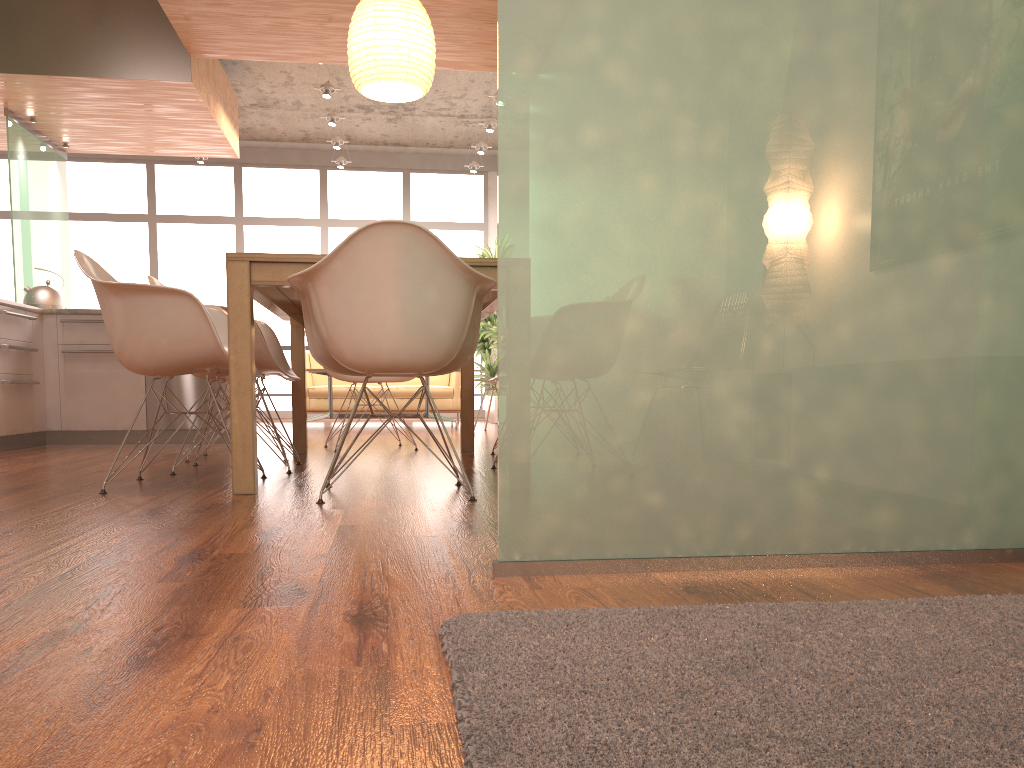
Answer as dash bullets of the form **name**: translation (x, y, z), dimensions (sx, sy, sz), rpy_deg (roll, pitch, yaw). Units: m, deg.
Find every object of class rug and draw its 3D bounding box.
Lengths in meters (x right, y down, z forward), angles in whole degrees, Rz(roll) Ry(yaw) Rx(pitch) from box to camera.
- **rug**: translation (0.679, 0.349, 0.380), dimensions (1.278, 0.009, 2.064), rpy_deg (0, -1, -8)

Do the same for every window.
- **window**: translation (-4.345, -1.218, 10.720), dimensions (8.551, 3.307, 0.061), rpy_deg (0, 5, -8)

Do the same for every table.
- **table**: translation (-1.274, 0.149, 8.540), dimensions (1.868, 0.564, 0.936), rpy_deg (0, 1, -8)
- **table**: translation (-0.590, -0.020, 4.057), dimensions (1.025, 0.814, 2.065), rpy_deg (0, 0, -8)

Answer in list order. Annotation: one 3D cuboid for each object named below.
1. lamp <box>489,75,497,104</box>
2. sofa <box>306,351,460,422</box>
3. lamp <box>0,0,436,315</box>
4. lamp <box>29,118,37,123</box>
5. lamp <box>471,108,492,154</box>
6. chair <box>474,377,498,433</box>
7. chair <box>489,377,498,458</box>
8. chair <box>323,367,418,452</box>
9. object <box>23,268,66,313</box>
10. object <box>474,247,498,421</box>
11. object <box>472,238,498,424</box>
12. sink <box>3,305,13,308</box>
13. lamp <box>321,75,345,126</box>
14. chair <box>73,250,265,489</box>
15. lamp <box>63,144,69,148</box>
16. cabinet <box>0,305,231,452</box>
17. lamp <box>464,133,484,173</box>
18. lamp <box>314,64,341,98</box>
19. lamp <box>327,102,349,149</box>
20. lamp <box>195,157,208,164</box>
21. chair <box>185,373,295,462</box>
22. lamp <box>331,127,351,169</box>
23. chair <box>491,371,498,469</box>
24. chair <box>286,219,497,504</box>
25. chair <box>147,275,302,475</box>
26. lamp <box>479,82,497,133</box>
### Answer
- **lamp**: translation (-0.097, -2.746, 7.904), dimensions (0.197, 0.486, 0.133), rpy_deg (-4, 6, -40)
- **sofa**: translation (-1.445, 0.022, 9.794), dimensions (1.799, 0.844, 0.875), rpy_deg (0, 2, -8)
- **lamp**: translation (-2.110, -1.143, 5.105), dimensions (3.213, 1.357, 3.056), rpy_deg (0, 0, -8)
- **lamp**: translation (-3.983, -2.410, 7.327), dimensions (0.102, 0.474, 0.153), rpy_deg (-3, 6, -35)
- **lamp**: translation (-0.329, -2.731, 9.523), dimensions (0.197, 0.486, 0.133), rpy_deg (-4, 6, -40)
- **chair**: translation (-0.052, -0.028, 7.823), dimensions (0.561, 0.907, 0.539), rpy_deg (1, 4, 12)
- **chair**: translation (0.196, -0.037, 4.721), dimensions (0.642, 0.867, 0.681), rpy_deg (0, 3, -8)
- **chair**: translation (-0.894, -0.030, 5.502), dimensions (0.681, 0.867, 0.641), rpy_deg (-1, 3, -23)
- **object**: translation (-3.234, -0.645, 6.092), dimensions (0.262, 0.307, 0.260), rpy_deg (0, 3, 8)
- **object**: translation (-0.083, -0.601, 10.662), dimensions (1.081, 2.121, 0.959), rpy_deg (1, 4, 10)
- **object**: translation (0.027, -0.608, 9.997), dimensions (0.967, 2.121, 1.072), rpy_deg (0, 4, 5)
- **sink**: translation (-3.423, -0.511, 5.370), dimensions (0.615, 0.385, 0.640), rpy_deg (0, 1, -8)
- **lamp**: translation (-1.729, -2.740, 8.509), dimensions (0.197, 0.486, 0.133), rpy_deg (-4, 6, -40)
- **chair**: translation (-1.261, -0.058, 3.291), dimensions (0.641, 0.855, 0.681), rpy_deg (-1, 3, -13)
- **lamp**: translation (-4.090, -2.403, 8.079), dimensions (0.102, 0.474, 0.153), rpy_deg (-3, 6, -35)
- **cabinet**: translation (-2.670, -0.751, 4.462), dimensions (1.912, 2.290, 4.229), rpy_deg (0, 1, -8)
- **lamp**: translation (-0.445, -2.723, 10.332), dimensions (0.197, 0.486, 0.133), rpy_deg (-4, 6, -40)
- **lamp**: translation (-1.613, -2.748, 7.699), dimensions (0.197, 0.486, 0.133), rpy_deg (-4, 6, -40)
- **lamp**: translation (-1.844, -2.733, 9.318), dimensions (0.197, 0.486, 0.133), rpy_deg (-4, 6, -40)
- **lamp**: translation (-3.495, -2.727, 9.921), dimensions (0.197, 0.486, 0.133), rpy_deg (-4, 6, -40)
- **chair**: translation (-1.476, -0.038, 4.672), dimensions (0.641, 0.867, 0.681), rpy_deg (-1, 3, -13)
- **lamp**: translation (-1.960, -2.725, 10.128), dimensions (0.197, 0.486, 0.133), rpy_deg (-4, 6, -40)
- **chair**: translation (0.254, -0.046, 3.846), dimensions (0.641, 0.867, 0.682), rpy_deg (-1, 3, -18)
- **chair**: translation (-0.401, -0.054, 2.972), dimensions (0.683, 0.867, 0.640), rpy_deg (-1, 3, -13)
- **chair**: translation (-1.286, -0.045, 3.985), dimensions (0.641, 0.867, 0.681), rpy_deg (-1, 3, -13)
- **lamp**: translation (-0.213, -2.738, 8.713), dimensions (0.197, 0.486, 0.133), rpy_deg (-4, 6, -40)
